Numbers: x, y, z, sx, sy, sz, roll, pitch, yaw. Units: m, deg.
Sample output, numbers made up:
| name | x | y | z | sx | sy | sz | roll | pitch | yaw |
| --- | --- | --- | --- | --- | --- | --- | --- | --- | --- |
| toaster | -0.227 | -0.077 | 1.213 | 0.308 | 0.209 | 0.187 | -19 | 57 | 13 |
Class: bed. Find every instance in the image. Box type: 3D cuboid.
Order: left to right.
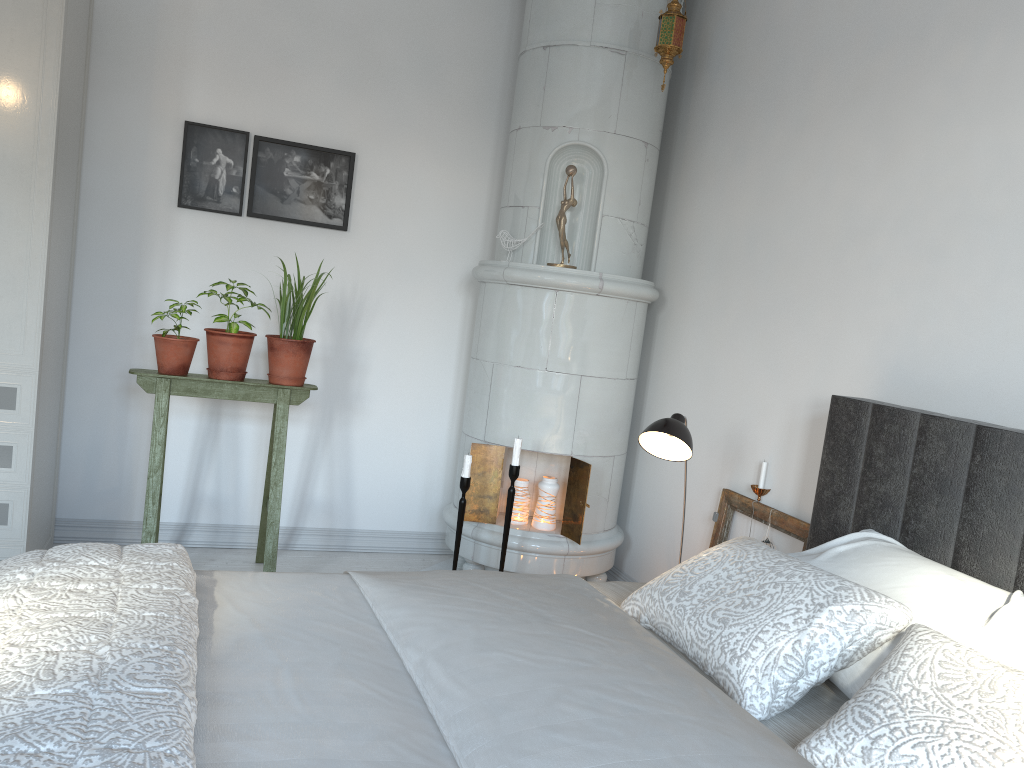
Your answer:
| name | x | y | z | sx | sy | sz | roll | pitch | yaw |
| --- | --- | --- | --- | --- | --- | --- | --- | --- | --- |
| bed | 0.171 | 0.559 | 1.415 | 2.177 | 1.048 | 1.884 | 6 | 6 | -19 |

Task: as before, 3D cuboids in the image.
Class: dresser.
| name | x | y | z | sx | sy | sz | roll | pitch | yaw |
| --- | --- | --- | --- | --- | --- | --- | --- | --- | --- |
| dresser | -2.248 | -0.459 | 2.857 | 1.433 | 2.167 | 0.629 | 5 | 6 | -19 |

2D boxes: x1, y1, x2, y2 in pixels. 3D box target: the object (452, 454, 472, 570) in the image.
| name | x | y | z | sx | sy | sz | roll | pitch | yaw |
| --- | --- | --- | --- | --- | --- | --- | --- | --- | --- |
| object | -0.199 | 0.560 | 3.313 | 0.091 | 0.623 | 0.091 | 2 | 8 | -41 |

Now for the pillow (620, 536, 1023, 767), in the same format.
| name | x | y | z | sx | sy | sz | roll | pitch | yaw |
| --- | --- | --- | --- | --- | --- | --- | --- | --- | --- |
| pillow | 0.599 | 0.492 | 1.516 | 0.416 | 0.226 | 1.144 | 5 | 6 | -27 |

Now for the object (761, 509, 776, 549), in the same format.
| name | x | y | z | sx | sy | sz | roll | pitch | yaw |
| --- | --- | --- | --- | --- | --- | --- | --- | --- | --- |
| object | 0.835 | 0.516 | 2.888 | 0.063 | 0.228 | 0.062 | 8 | 6 | 4 |

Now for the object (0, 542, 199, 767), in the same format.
| name | x | y | z | sx | sy | sz | roll | pitch | yaw |
| --- | --- | --- | --- | --- | --- | --- | --- | --- | --- |
| object | -0.619 | 0.443 | 1.138 | 0.405 | 0.104 | 1.457 | 6 | 5 | -19 |

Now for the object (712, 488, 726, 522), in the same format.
| name | x | y | z | sx | sy | sz | roll | pitch | yaw |
| --- | --- | --- | --- | --- | --- | --- | --- | --- | --- |
| object | 0.742 | 0.432 | 3.175 | 0.023 | 0.127 | 0.024 | 3 | 7 | -36 |

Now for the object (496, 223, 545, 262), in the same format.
| name | x | y | z | sx | sy | sz | roll | pitch | yaw |
| --- | --- | --- | --- | --- | --- | --- | --- | --- | --- |
| object | 0.025 | -0.553 | 3.452 | 0.196 | 0.165 | 0.059 | 10 | 6 | 25 |

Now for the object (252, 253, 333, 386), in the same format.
| name | x | y | z | sx | sy | sz | roll | pitch | yaw |
| --- | --- | --- | --- | --- | --- | --- | --- | --- | --- |
| object | -0.825 | -0.244 | 3.326 | 0.300 | 0.500 | 0.333 | 3 | 7 | -36 |

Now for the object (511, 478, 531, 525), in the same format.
| name | x | y | z | sx | sy | sz | roll | pitch | yaw |
| --- | --- | --- | --- | --- | --- | --- | --- | --- | --- |
| object | 0.029 | 0.474 | 3.578 | 0.093 | 0.180 | 0.092 | 6 | 6 | -15 |

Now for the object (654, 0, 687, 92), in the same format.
| name | x | y | z | sx | sy | sz | roll | pitch | yaw |
| --- | --- | --- | --- | --- | --- | --- | --- | --- | --- |
| object | 0.589 | -1.331 | 3.256 | 0.116 | 0.506 | 0.105 | 13 | 8 | 44 |

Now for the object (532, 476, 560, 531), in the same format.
| name | x | y | z | sx | sy | sz | roll | pitch | yaw |
| --- | --- | --- | --- | --- | --- | --- | --- | --- | --- |
| object | 0.138 | 0.476 | 3.541 | 0.098 | 0.210 | 0.098 | 5 | 6 | -21 |

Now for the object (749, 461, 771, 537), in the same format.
| name | x | y | z | sx | sy | sz | roll | pitch | yaw |
| --- | --- | --- | --- | --- | --- | --- | --- | --- | --- |
| object | 0.827 | 0.412 | 2.984 | 0.067 | 0.321 | 0.067 | 11 | 7 | 29 |

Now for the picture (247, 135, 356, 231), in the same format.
| name | x | y | z | sx | sy | sz | roll | pitch | yaw |
| --- | --- | --- | --- | --- | --- | --- | --- | --- | --- |
| picture | -0.883 | -0.838 | 3.722 | 0.415 | 0.330 | 0.037 | 5 | 6 | -19 |

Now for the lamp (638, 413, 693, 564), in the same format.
| name | x | y | z | sx | sy | sz | roll | pitch | yaw |
| --- | --- | --- | --- | --- | --- | --- | --- | --- | --- |
| lamp | 0.495 | 0.533 | 2.857 | 0.450 | 0.938 | 0.824 | 7 | 6 | -2 |

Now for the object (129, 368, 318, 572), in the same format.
| name | x | y | z | sx | sy | sz | roll | pitch | yaw |
| --- | --- | --- | --- | --- | --- | --- | --- | --- | --- |
| object | -1.116 | 0.362 | 3.351 | 0.671 | 0.776 | 0.430 | 5 | 6 | -19 |

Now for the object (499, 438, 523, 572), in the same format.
| name | x | y | z | sx | sy | sz | roll | pitch | yaw |
| --- | --- | --- | --- | --- | --- | --- | --- | --- | --- |
| object | -0.021 | 0.541 | 3.237 | 0.091 | 0.720 | 0.091 | 6 | 6 | -10 |

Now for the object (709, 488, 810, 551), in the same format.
| name | x | y | z | sx | sy | sz | roll | pitch | yaw |
| --- | --- | --- | --- | --- | --- | --- | --- | --- | --- |
| object | 0.785 | 0.715 | 2.951 | 0.082 | 0.631 | 0.527 | 5 | 6 | -19 |

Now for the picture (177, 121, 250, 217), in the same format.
| name | x | y | z | sx | sy | sz | roll | pitch | yaw |
| --- | --- | --- | --- | --- | --- | --- | --- | --- | --- |
| picture | -1.214 | -0.874 | 3.610 | 0.250 | 0.342 | 0.022 | 5 | 6 | -19 |

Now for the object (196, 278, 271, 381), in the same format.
| name | x | y | z | sx | sy | sz | roll | pitch | yaw |
| --- | --- | --- | --- | --- | --- | --- | --- | --- | --- |
| object | -1.031 | -0.200 | 3.269 | 0.258 | 0.370 | 0.234 | 7 | 6 | -8 |

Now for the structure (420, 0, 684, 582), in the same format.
| name | x | y | z | sx | sy | sz | roll | pitch | yaw |
| --- | --- | --- | --- | --- | --- | --- | --- | --- | --- |
| structure | 0.132 | -0.452 | 3.506 | 0.799 | 2.841 | 1.247 | 10 | 6 | 25 |

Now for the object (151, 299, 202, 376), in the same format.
| name | x | y | z | sx | sy | sz | roll | pitch | yaw |
| --- | --- | --- | --- | --- | --- | --- | --- | --- | --- |
| object | -1.233 | -0.175 | 3.225 | 0.176 | 0.278 | 0.194 | 12 | 7 | 37 |
